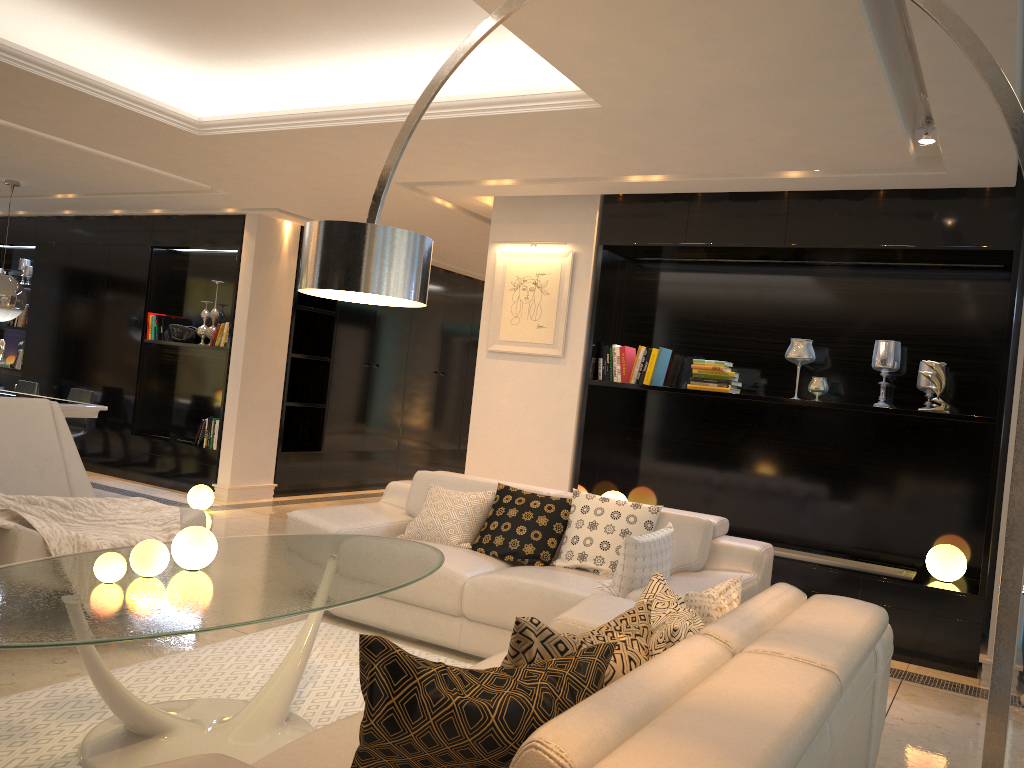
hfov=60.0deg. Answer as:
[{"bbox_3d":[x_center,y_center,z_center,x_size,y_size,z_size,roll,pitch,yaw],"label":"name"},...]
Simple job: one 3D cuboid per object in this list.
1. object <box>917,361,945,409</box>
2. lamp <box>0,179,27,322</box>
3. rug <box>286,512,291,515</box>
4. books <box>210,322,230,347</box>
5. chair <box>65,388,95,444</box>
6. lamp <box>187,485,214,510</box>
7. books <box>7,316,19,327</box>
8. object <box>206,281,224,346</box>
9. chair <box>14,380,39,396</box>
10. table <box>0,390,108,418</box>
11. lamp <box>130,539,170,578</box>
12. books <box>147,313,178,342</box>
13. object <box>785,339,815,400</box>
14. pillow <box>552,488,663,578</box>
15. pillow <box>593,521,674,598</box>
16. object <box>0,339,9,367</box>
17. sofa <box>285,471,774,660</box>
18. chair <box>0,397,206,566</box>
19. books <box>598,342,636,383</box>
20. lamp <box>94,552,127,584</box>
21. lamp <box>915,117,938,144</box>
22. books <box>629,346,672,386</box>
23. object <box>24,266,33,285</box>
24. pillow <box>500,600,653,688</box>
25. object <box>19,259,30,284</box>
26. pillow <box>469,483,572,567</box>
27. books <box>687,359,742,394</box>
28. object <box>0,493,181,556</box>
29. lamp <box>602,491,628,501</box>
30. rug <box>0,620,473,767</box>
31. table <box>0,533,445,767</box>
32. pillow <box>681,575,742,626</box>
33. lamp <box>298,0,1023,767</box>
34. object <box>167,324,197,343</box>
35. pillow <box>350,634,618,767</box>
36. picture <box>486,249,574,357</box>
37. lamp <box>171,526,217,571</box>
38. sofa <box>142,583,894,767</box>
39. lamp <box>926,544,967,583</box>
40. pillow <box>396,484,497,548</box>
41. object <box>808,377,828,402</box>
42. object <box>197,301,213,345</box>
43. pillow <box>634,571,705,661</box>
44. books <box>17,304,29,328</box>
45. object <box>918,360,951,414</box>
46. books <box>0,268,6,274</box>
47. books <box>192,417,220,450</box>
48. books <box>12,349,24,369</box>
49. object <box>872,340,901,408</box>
[{"bbox_3d":[2.490,0.029,5.282,0.147,0.317,0.147,6,0,32],"label":"object"},{"bbox_3d":[-5.013,-1.214,8.043,1.827,1.226,0.408,6,0,29],"label":"lamp"},{"bbox_3d":[-0.099,1.330,9.523,1.526,0.015,5.025,6,0,29],"label":"rug"},{"bbox_3d":[-2.665,-0.461,8.331,0.290,0.238,0.189,6,0,28],"label":"books"},{"bbox_3d":[-4.214,0.464,8.177,0.523,0.858,0.496,6,0,29],"label":"chair"},{"bbox_3d":[-2.611,0.952,7.441,0.212,0.214,0.213,6,0,-21],"label":"lamp"},{"bbox_3d":[-5.515,-0.763,9.966,0.245,0.256,0.207,6,0,28],"label":"books"},{"bbox_3d":[-2.821,-0.667,8.411,0.121,0.612,0.121,6,0,25],"label":"object"},{"bbox_3d":[-4.949,0.388,8.595,0.523,0.858,0.496,6,0,29],"label":"chair"},{"bbox_3d":[-5.191,0.409,7.972,3.031,0.759,1.293,6,0,29],"label":"table"},{"bbox_3d":[-1.135,0.546,2.778,0.115,0.115,0.115,6,0,-35],"label":"lamp"},{"bbox_3d":[-3.462,-0.557,8.784,0.236,0.270,0.210,6,0,29],"label":"books"},{"bbox_3d":[1.800,-0.088,5.568,0.181,0.381,0.181,6,0,24],"label":"object"},{"bbox_3d":[0.462,0.767,4.501,0.526,0.399,0.255,6,0,29],"label":"pillow"},{"bbox_3d":[0.585,0.806,4.136,0.281,0.325,0.521,6,0,39],"label":"pillow"},{"bbox_3d":[-5.829,-0.357,10.061,0.177,0.311,0.177,6,0,29],"label":"object"},{"bbox_3d":[0.052,0.946,4.617,2.328,0.754,1.145,6,0,29],"label":"sofa"},{"bbox_3d":[-2.135,0.593,4.152,0.983,0.991,1.027,6,0,29],"label":"chair"},{"bbox_3d":[0.729,-0.141,6.077,0.240,0.270,0.208,6,0,29],"label":"books"},{"bbox_3d":[-1.204,0.550,2.657,0.090,0.091,0.090,6,0,-10],"label":"lamp"},{"bbox_3d":[1.988,-1.213,4.237,0.107,0.127,0.107,6,0,11],"label":"lamp"},{"bbox_3d":[0.931,-0.117,5.966,0.210,0.261,0.212,6,0,29],"label":"books"},{"bbox_3d":[-5.438,-1.213,9.981,0.104,0.224,0.104,6,0,32],"label":"object"},{"bbox_3d":[0.161,0.733,2.109,0.301,0.436,0.575,6,0,36],"label":"pillow"},{"bbox_3d":[-5.528,-1.261,10.042,0.111,0.301,0.111,6,0,25],"label":"object"},{"bbox_3d":[0.043,0.738,4.688,0.524,0.355,0.323,6,0,30],"label":"pillow"},{"bbox_3d":[1.324,-0.047,5.768,0.296,0.197,0.260,6,0,32],"label":"books"},{"bbox_3d":[-2.210,0.783,3.945,1.347,0.580,0.972,6,0,-23],"label":"object"},{"bbox_3d":[0.701,0.847,6.141,0.212,0.214,0.213,6,0,-21],"label":"lamp"},{"bbox_3d":[-1.027,1.197,2.923,1.661,0.020,2.900,6,0,29],"label":"rug"},{"bbox_3d":[-0.975,0.905,2.941,0.999,0.565,2.140,6,0,29],"label":"table"},{"bbox_3d":[0.550,0.784,2.711,0.222,0.380,0.463,6,0,34],"label":"pillow"},{"bbox_3d":[0.214,0.062,2.331,2.009,2.519,0.393,6,0,29],"label":"lamp"},{"bbox_3d":[-3.205,-0.482,8.616,0.375,0.177,0.193,6,0,30],"label":"object"},{"bbox_3d":[-0.057,0.708,1.771,0.575,0.436,0.301,6,0,-29],"label":"pillow"},{"bbox_3d":[0.123,-0.573,6.183,0.610,0.729,0.027,6,0,29],"label":"picture"},{"bbox_3d":[-1.048,0.541,2.929,0.143,0.143,0.143,6,0,14],"label":"lamp"},{"bbox_3d":[0.219,0.950,2.273,1.145,0.754,2.328,6,0,29],"label":"sofa"},{"bbox_3d":[2.505,1.032,5.116,0.213,0.214,0.212,6,0,-10],"label":"lamp"},{"bbox_3d":[-0.362,0.731,4.905,0.521,0.329,0.351,6,0,29],"label":"pillow"},{"bbox_3d":[1.896,0.036,5.493,0.119,0.154,0.119,6,0,39],"label":"object"},{"bbox_3d":[-2.950,-0.582,8.508,0.121,0.416,0.121,6,0,25],"label":"object"},{"bbox_3d":[0.380,0.762,2.350,0.288,0.429,0.587,6,0,4],"label":"pillow"},{"bbox_3d":[-5.334,-0.747,9.864,0.252,0.261,0.212,6,0,29],"label":"books"},{"bbox_3d":[2.406,0.017,5.046,0.182,0.293,0.116,6,0,27],"label":"object"},{"bbox_3d":[-6.059,-1.260,10.283,0.302,0.188,0.259,6,0,36],"label":"books"},{"bbox_3d":[-2.794,0.452,8.329,0.345,0.296,0.222,6,0,29],"label":"books"},{"bbox_3d":[-5.395,-0.275,9.865,0.284,0.232,0.182,6,0,32],"label":"books"},{"bbox_3d":[2.275,-0.048,5.415,0.156,0.426,0.156,6,0,35],"label":"object"}]
